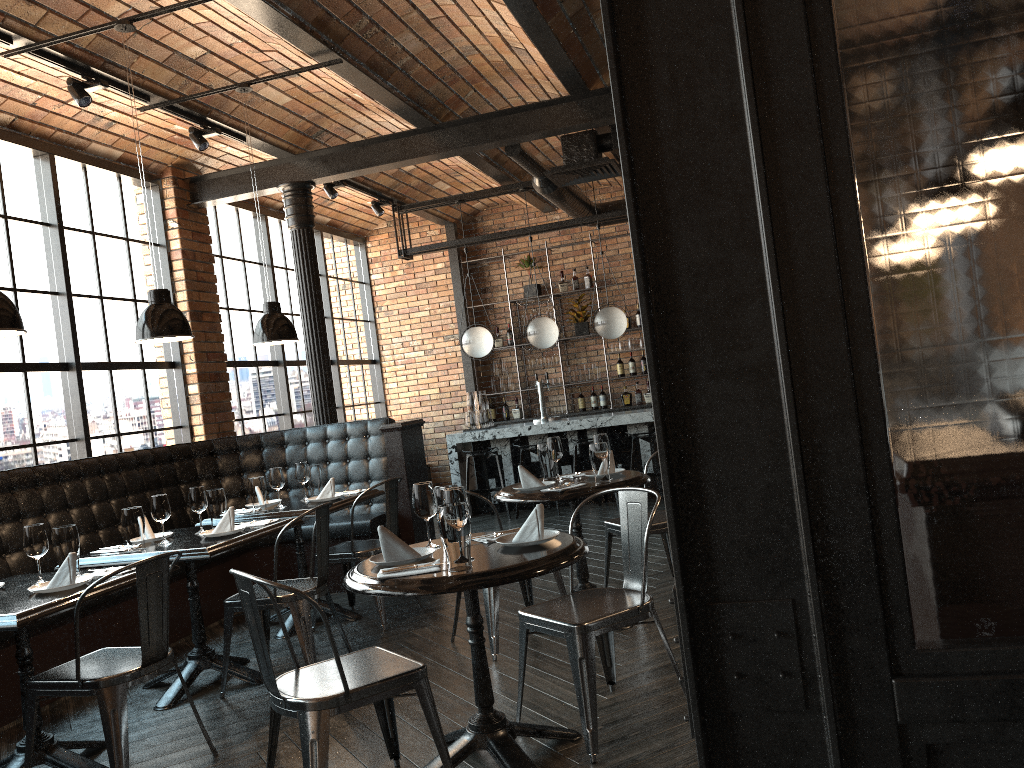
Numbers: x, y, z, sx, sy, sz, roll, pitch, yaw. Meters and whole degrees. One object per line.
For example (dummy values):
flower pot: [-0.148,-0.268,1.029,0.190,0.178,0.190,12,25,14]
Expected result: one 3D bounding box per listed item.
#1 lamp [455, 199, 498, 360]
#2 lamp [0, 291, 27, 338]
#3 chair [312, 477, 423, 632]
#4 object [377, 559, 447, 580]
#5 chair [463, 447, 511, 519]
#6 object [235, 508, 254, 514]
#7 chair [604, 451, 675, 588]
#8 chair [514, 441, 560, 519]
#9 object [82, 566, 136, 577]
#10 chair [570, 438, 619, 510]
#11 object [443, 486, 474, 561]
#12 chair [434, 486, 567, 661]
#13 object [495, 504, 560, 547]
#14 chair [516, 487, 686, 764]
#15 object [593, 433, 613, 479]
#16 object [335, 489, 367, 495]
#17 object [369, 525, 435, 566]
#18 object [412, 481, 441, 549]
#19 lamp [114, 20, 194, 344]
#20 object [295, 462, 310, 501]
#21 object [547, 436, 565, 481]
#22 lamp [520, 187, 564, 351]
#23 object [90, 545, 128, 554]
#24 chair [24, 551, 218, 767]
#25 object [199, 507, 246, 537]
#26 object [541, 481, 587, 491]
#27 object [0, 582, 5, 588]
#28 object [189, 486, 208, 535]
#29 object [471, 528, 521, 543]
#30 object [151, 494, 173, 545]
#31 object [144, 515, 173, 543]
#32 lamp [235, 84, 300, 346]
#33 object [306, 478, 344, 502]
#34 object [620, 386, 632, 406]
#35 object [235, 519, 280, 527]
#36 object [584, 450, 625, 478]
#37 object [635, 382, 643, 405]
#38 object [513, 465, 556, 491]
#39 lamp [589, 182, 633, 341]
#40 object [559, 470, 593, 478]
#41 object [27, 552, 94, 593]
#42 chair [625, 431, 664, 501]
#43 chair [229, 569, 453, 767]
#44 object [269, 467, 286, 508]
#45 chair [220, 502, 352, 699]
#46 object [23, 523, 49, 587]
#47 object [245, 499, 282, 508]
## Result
lamp: [-0.460,-1.133,9.626,0.340,1.754,0.340,-7,0,-28]
lamp: [-2.191,-1.010,3.519,0.291,1.653,0.291,-7,0,-9]
chair: [-0.925,1.029,5.479,0.558,0.857,0.504,-7,0,21]
object: [-0.314,0.601,2.906,0.255,0.019,0.157,-7,0,-4]
chair: [-0.270,1.019,9.130,0.475,0.737,0.414,-7,0,6]
object: [-1.659,0.783,5.505,0.255,0.019,0.157,-7,0,16]
chair: [0.824,0.804,5.146,0.558,0.857,0.504,-7,0,-19]
chair: [0.276,0.949,8.977,0.475,0.737,0.414,-7,0,21]
object: [-1.685,0.780,3.717,0.255,0.019,0.157,-7,0,16]
chair: [0.814,0.879,8.826,0.475,0.737,0.414,-7,0,11]
object: [-0.179,0.469,2.966,0.092,0.244,0.092,-7,0,12]
chair: [-0.059,0.915,4.642,0.558,0.857,0.504,-7,0,-29]
object: [0.051,0.500,3.162,0.232,0.139,0.232,-7,0,-30]
chair: [0.316,0.862,3.380,0.558,0.857,0.504,-7,0,-34]
object: [0.489,0.391,4.762,0.092,0.244,0.092,-7,0,15]
object: [-1.098,0.713,5.840,0.255,0.019,0.157,-7,0,16]
object: [-0.390,0.556,3.115,0.232,0.139,0.232,-7,0,12]
object: [-0.317,0.488,3.292,0.092,0.244,0.092,-7,0,-21]
lamp: [-1.897,-1.044,4.581,0.291,1.653,0.291,-7,0,41]
object: [-1.352,0.630,5.746,0.092,0.244,0.092,-7,0,-24]
object: [0.248,0.422,5.021,0.092,0.244,0.092,-7,0,15]
lamp: [0.240,-1.223,9.430,0.340,1.754,0.340,-7,0,-28]
object: [-1.956,0.817,4.433,0.255,0.019,0.157,-7,0,16]
chair: [-1.535,1.100,3.406,0.558,0.857,0.504,-7,0,21]
object: [-1.481,0.701,4.524,0.232,0.139,0.232,-7,0,13]
object: [0.285,0.530,4.632,0.255,0.019,0.157,-7,0,-44]
object: [-2.195,0.789,3.597,0.232,0.139,0.232,-7,0,10]
object: [-1.649,0.664,4.674,0.092,0.244,0.092,-7,0,-24]
object: [-0.054,0.569,3.338,0.255,0.019,0.157,-7,0,-24]
object: [-1.750,0.676,4.431,0.092,0.244,0.092,-7,0,-35]
object: [-1.904,0.756,4.648,0.232,0.139,0.232,-7,0,10]
lamp: [-1.604,-1.078,5.643,0.291,1.653,0.291,-7,0,-29]
object: [-1.185,0.667,5.596,0.232,0.139,0.232,-7,0,13]
object: [1.418,0.151,11.008,0.151,0.248,0.094,-7,0,5]
object: [-1.395,0.747,4.769,0.255,0.019,0.157,-7,0,16]
object: [0.512,0.447,4.955,0.232,0.139,0.232,-7,0,-15]
object: [1.564,0.114,10.968,0.083,0.282,0.083,-7,0,16]
object: [0.114,0.498,4.759,0.232,0.139,0.232,-7,0,-30]
lamp: [0.941,-1.314,9.233,0.340,1.754,0.340,-7,0,-28]
object: [0.383,0.520,5.128,0.255,0.019,0.157,-7,0,-24]
object: [-1.771,0.735,3.472,0.232,0.139,0.232,-7,0,13]
chair: [1.369,0.807,8.670,0.475,0.737,0.414,-7,0,26]
chair: [-0.562,0.973,2.877,0.558,0.857,0.504,-7,0,-34]
object: [-1.453,0.643,5.503,0.092,0.244,0.092,-7,0,-24]
chair: [-1.148,1.054,4.459,0.558,0.857,0.504,-7,0,11]
object: [-1.939,0.698,3.623,0.092,0.244,0.092,-7,0,-35]
object: [-1.608,0.722,5.720,0.232,0.139,0.232,-7,0,10]
